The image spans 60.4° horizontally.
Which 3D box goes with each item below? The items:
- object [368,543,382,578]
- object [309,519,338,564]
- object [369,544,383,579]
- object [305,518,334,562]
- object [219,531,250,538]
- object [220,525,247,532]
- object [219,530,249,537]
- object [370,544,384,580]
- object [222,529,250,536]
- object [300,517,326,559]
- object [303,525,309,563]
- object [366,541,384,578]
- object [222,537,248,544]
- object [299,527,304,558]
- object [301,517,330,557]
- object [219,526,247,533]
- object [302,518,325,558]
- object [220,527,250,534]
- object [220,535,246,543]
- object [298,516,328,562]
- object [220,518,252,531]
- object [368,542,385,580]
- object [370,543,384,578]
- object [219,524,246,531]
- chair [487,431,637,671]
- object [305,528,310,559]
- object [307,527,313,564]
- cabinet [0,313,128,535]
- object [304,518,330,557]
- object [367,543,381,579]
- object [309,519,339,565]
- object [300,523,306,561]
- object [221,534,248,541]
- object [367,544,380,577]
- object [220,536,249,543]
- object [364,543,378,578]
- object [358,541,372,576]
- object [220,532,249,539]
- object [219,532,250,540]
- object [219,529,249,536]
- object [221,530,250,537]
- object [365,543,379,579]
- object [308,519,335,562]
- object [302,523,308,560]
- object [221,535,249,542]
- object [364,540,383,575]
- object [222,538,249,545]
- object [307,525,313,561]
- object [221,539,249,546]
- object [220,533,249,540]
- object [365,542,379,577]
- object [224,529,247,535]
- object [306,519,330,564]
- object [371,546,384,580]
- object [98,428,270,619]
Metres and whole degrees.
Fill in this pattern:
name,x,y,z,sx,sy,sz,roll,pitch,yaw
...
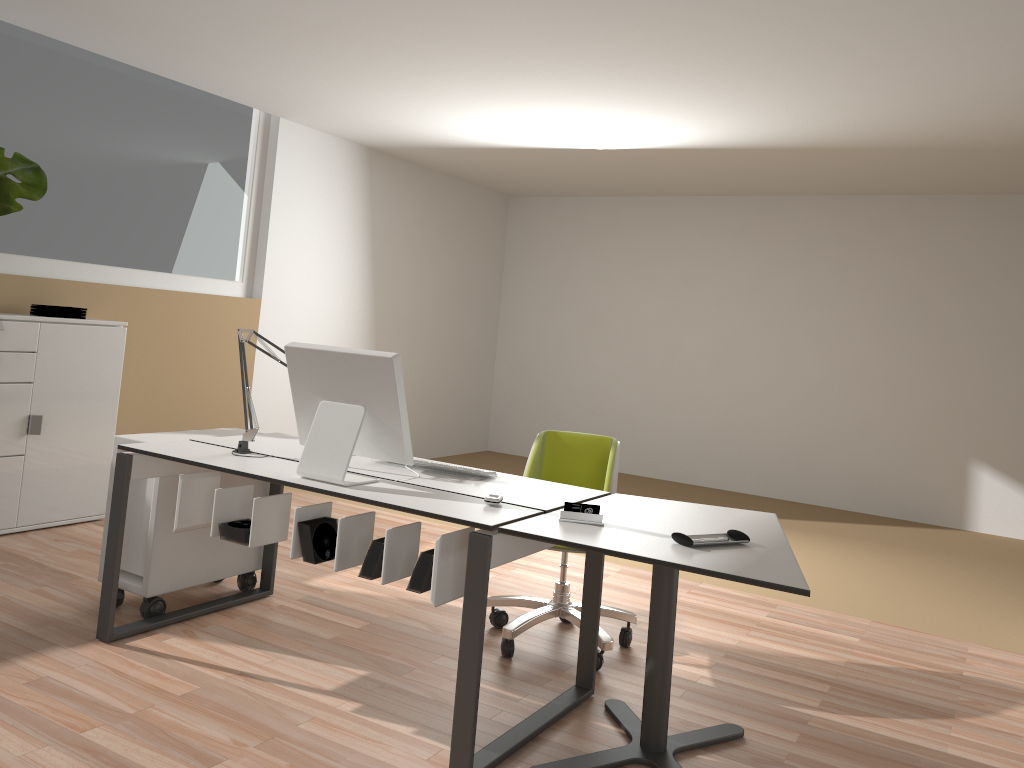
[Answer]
name,x,y,z,sx,sy,sz,roll,pitch,yaw
object,-0.369,0.518,2.634,0.040,0.114,0.132,3,-1,30
object,-0.580,0.493,2.758,0.040,0.114,0.132,3,-1,30
object,-0.365,0.519,2.631,0.040,0.114,0.132,3,-1,30
object,-0.594,0.491,2.766,0.040,0.114,0.132,3,-1,30
object,-0.881,0.493,2.930,0.120,0.002,0.132,7,4,30
object,-0.885,0.473,2.935,0.120,0.002,0.132,7,4,30
object,-0.882,0.488,2.931,0.120,0.002,0.132,7,4,30
object,-0.361,0.519,2.629,0.040,0.114,0.132,3,-1,30
object,-0.882,0.484,2.932,0.120,0.002,0.132,7,4,30
object,-0.616,0.489,2.779,0.040,0.114,0.132,3,-1,30
object,-0.602,0.490,2.771,0.040,0.114,0.132,3,-1,30
object,-0.375,0.518,2.637,0.040,0.114,0.132,3,-1,30
object,-0.877,0.509,2.926,0.120,0.002,0.132,7,4,30
object,-0.618,0.489,2.780,0.040,0.114,0.132,3,-1,30
object,-0.610,0.490,2.775,0.040,0.114,0.132,3,-1,30
object,-0.884,0.475,2.934,0.120,0.002,0.132,7,4,30
object,-0.608,0.490,2.774,0.040,0.114,0.132,3,-1,30
object,-0.884,0.477,2.934,0.120,0.002,0.132,7,4,30
object,-0.878,0.504,2.927,0.120,0.002,0.132,7,4,30
object,-0.620,0.488,2.781,0.040,0.114,0.132,3,-1,30
object,-0.886,0.468,2.936,0.120,0.002,0.132,7,4,30
object,-0.367,0.519,2.633,0.040,0.114,0.132,3,-1,30
object,-0.363,0.519,2.630,0.040,0.114,0.132,3,-1,30
object,-0.886,0.468,2.936,0.120,0.002,0.132,7,4,30
chair,0.220,0.631,3.572,0.622,0.815,0.595,5,-1,5
object,-0.596,0.491,2.767,0.040,0.114,0.132,3,-1,30
object,-0.588,0.492,2.762,0.040,0.114,0.132,3,-1,30
cabinet,-2.719,0.187,4.320,0.418,1.089,1.514,3,0,30
object,-0.600,0.491,2.769,0.040,0.114,0.132,3,-1,30
object,-0.371,0.518,2.635,0.040,0.114,0.132,3,-1,30
object,-0.580,0.493,2.758,0.040,0.114,0.132,3,-1,30
object,-0.612,0.489,2.776,0.040,0.114,0.132,3,-1,30
object,-0.879,0.500,2.929,0.120,0.002,0.132,7,4,30
object,-0.373,0.518,2.636,0.040,0.114,0.132,3,-1,30
object,-0.878,0.506,2.927,0.120,0.002,0.132,7,4,30
object,-0.381,0.517,2.641,0.040,0.114,0.132,3,-1,30
object,-0.401,0.515,2.652,0.040,0.114,0.132,3,-1,30
object,-0.880,0.495,2.930,0.120,0.002,0.132,7,4,30
object,-0.880,0.495,2.930,0.120,0.002,0.132,7,4,30
object,-0.882,0.486,2.932,0.120,0.002,0.132,7,4,30
object,-0.882,0.486,2.932,0.120,0.002,0.132,7,4,30
object,-0.377,0.517,2.638,0.040,0.114,0.132,3,-1,30
object,-0.584,0.492,2.760,0.040,0.114,0.132,3,-1,30
object,-0.604,0.490,2.772,0.040,0.114,0.132,3,-1,30
object,-0.878,0.504,2.927,0.120,0.002,0.132,7,4,30
object,-0.383,0.516,2.642,0.040,0.114,0.132,3,-1,30
object,-0.876,0.513,2.925,0.120,0.002,0.132,7,4,30
object,-0.586,0.492,2.761,0.040,0.114,0.132,3,-1,30
object,-0.876,0.516,2.925,0.120,0.002,0.132,7,4,30
object,-0.880,0.497,2.929,0.120,0.002,0.132,7,4,30
object,-0.379,0.517,2.640,0.040,0.114,0.132,3,-1,30
object,-0.883,0.482,2.933,0.120,0.002,0.132,7,4,30
object,-0.592,0.491,2.765,0.040,0.114,0.132,3,-1,30
object,-0.359,0.520,2.628,0.040,0.114,0.132,3,-1,30
object,-1.336,0.557,3.695,0.309,0.680,0.617,3,-1,30
